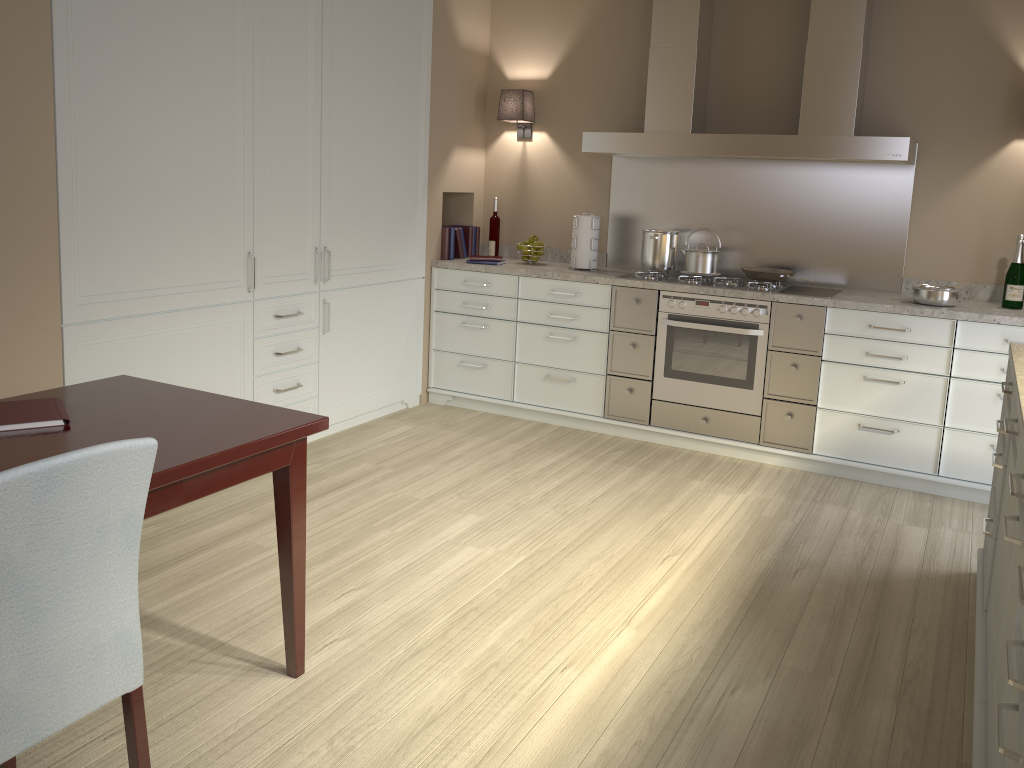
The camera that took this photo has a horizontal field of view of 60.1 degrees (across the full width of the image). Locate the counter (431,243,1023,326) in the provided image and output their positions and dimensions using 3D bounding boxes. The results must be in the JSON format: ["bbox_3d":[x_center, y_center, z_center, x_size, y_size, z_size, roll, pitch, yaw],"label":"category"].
[{"bbox_3d":[1.102,-0.530,4.463,3.861,0.112,0.584,9,14,27],"label":"counter"}]

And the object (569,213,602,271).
[{"bbox_3d":[0.401,-0.775,4.812,0.169,0.301,0.165,5,10,11],"label":"object"}]

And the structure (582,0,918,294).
[{"bbox_3d":[1.158,-1.314,4.385,1.565,1.660,0.450,8,11,27],"label":"structure"}]

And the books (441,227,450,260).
[{"bbox_3d":[-0.433,-0.807,5.058,0.165,0.180,0.033,8,11,27],"label":"books"}]

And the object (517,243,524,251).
[{"bbox_3d":[0.049,-0.777,5.010,0.047,0.047,0.048,1,11,-10],"label":"object"}]

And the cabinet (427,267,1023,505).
[{"bbox_3d":[1.080,-0.102,4.544,3.219,0.784,0.648,9,12,27],"label":"cabinet"}]

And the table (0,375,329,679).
[{"bbox_3d":[-1.211,0.516,1.648,0.754,0.672,1.775,8,14,27],"label":"table"}]

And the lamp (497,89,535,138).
[{"bbox_3d":[0.035,-1.560,5.106,0.170,0.255,0.194,8,12,27],"label":"lamp"}]

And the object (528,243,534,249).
[{"bbox_3d":[0.113,-0.777,4.994,0.040,0.038,0.040,2,11,-1],"label":"object"}]

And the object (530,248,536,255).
[{"bbox_3d":[0.118,-0.744,4.965,0.039,0.040,0.040,6,12,19],"label":"object"}]

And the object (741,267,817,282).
[{"bbox_3d":[1.283,-0.525,4.336,0.264,0.050,0.430,2,13,-5],"label":"object"}]

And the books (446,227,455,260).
[{"bbox_3d":[-0.403,-0.811,5.079,0.165,0.180,0.033,8,11,27],"label":"books"}]

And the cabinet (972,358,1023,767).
[{"bbox_3d":[1.403,0.512,1.931,0.640,0.784,2.240,8,14,27],"label":"cabinet"}]

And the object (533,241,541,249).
[{"bbox_3d":[0.139,-0.781,4.963,0.047,0.045,0.047,8,12,28],"label":"object"}]

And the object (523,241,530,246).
[{"bbox_3d":[0.083,-0.794,5.035,0.044,0.043,0.040,12,14,41],"label":"object"}]

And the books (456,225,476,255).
[{"bbox_3d":[-0.292,-0.857,5.302,0.165,0.180,0.033,8,11,27],"label":"books"}]

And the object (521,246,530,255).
[{"bbox_3d":[0.080,-0.752,4.983,0.058,0.057,0.059,2,11,-5],"label":"object"}]

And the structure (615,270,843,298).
[{"bbox_3d":[1.075,-0.513,4.413,1.053,0.031,0.402,9,15,27],"label":"structure"}]

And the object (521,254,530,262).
[{"bbox_3d":[0.077,-0.720,5.028,0.048,0.047,0.049,11,14,38],"label":"object"}]

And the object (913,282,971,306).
[{"bbox_3d":[1.971,-0.405,3.973,0.370,0.089,0.200,-2,13,-20],"label":"object"}]

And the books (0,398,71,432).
[{"bbox_3d":[-1.149,0.071,2.063,0.194,0.017,0.217,-5,15,-32],"label":"books"}]

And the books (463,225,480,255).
[{"bbox_3d":[-0.268,-0.860,5.325,0.165,0.180,0.033,8,11,27],"label":"books"}]

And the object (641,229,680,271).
[{"bbox_3d":[0.778,-0.707,4.674,0.201,0.204,0.204,0,11,-15],"label":"object"}]

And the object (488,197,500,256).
[{"bbox_3d":[-0.102,-0.910,5.175,0.062,0.362,0.062,-4,11,-36],"label":"object"}]

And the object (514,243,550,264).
[{"bbox_3d":[0.111,-0.738,5.026,0.206,0.108,0.208,-1,13,-17],"label":"object"}]

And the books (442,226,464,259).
[{"bbox_3d":[-0.365,-0.828,5.166,0.166,0.181,0.092,9,12,30],"label":"books"}]

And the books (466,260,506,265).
[{"bbox_3d":[-0.143,-0.683,4.944,0.183,0.017,0.166,7,13,17],"label":"books"}]

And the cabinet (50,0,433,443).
[{"bbox_3d":[-1.189,-0.861,3.991,0.614,2.312,2.364,7,12,27],"label":"cabinet"}]

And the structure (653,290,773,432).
[{"bbox_3d":[1.072,-0.155,4.502,0.543,0.688,0.584,8,12,27],"label":"structure"}]

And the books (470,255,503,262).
[{"bbox_3d":[-0.144,-0.704,4.957,0.183,0.017,0.167,2,13,-2],"label":"books"}]

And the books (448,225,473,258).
[{"bbox_3d":[-0.309,-0.851,5.275,0.165,0.180,0.033,8,11,27],"label":"books"}]

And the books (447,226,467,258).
[{"bbox_3d":[-0.350,-0.835,5.194,0.165,0.180,0.092,8,11,27],"label":"books"}]

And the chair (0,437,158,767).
[{"bbox_3d":[-0.925,0.478,1.535,0.508,0.818,0.403,8,11,27],"label":"chair"}]

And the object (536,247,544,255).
[{"bbox_3d":[0.157,-0.751,4.985,0.047,0.044,0.047,9,13,31],"label":"object"}]

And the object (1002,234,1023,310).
[{"bbox_3d":[2.235,-0.498,3.915,0.083,0.327,0.084,-3,11,-33],"label":"object"}]

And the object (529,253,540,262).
[{"bbox_3d":[0.128,-0.718,5.005,0.061,0.055,0.060,-1,12,-17],"label":"object"}]

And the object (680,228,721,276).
[{"bbox_3d":[0.981,-0.687,4.559,0.209,0.234,0.211,-3,12,-28],"label":"object"}]

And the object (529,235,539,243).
[{"bbox_3d":[0.123,-0.818,5.017,0.055,0.056,0.055,8,12,27],"label":"object"}]

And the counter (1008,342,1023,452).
[{"bbox_3d":[1.389,0.111,1.897,0.525,0.035,2.218,9,14,26],"label":"counter"}]

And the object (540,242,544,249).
[{"bbox_3d":[0.158,-0.782,5.026,0.050,0.053,0.056,2,11,-3],"label":"object"}]
